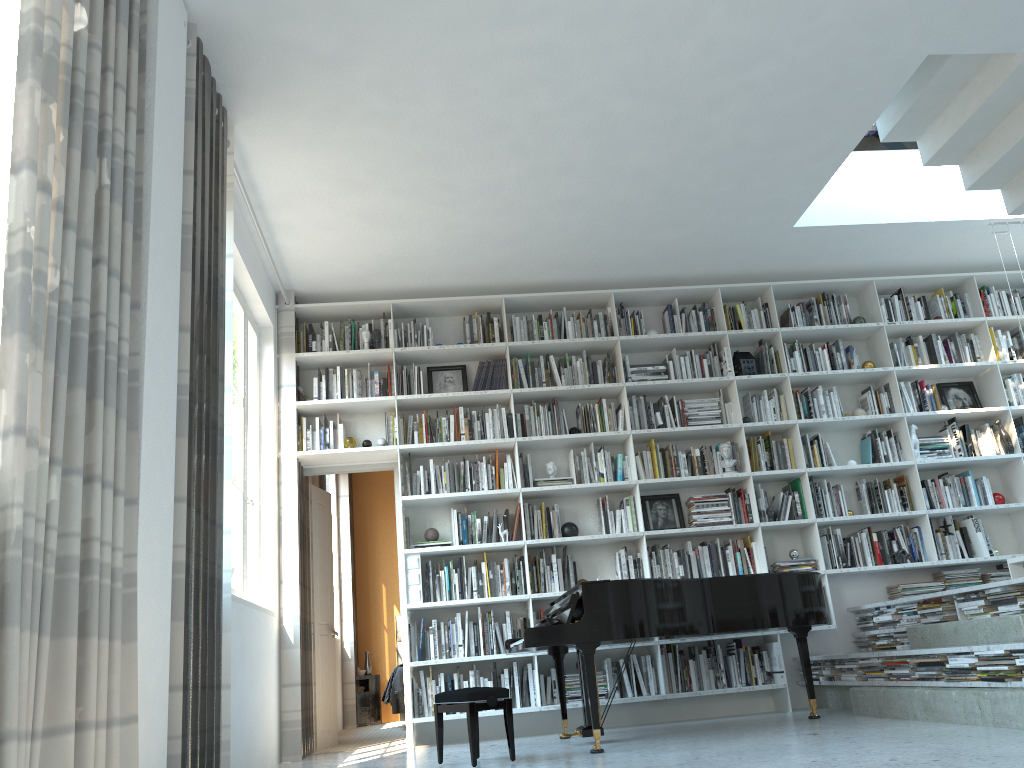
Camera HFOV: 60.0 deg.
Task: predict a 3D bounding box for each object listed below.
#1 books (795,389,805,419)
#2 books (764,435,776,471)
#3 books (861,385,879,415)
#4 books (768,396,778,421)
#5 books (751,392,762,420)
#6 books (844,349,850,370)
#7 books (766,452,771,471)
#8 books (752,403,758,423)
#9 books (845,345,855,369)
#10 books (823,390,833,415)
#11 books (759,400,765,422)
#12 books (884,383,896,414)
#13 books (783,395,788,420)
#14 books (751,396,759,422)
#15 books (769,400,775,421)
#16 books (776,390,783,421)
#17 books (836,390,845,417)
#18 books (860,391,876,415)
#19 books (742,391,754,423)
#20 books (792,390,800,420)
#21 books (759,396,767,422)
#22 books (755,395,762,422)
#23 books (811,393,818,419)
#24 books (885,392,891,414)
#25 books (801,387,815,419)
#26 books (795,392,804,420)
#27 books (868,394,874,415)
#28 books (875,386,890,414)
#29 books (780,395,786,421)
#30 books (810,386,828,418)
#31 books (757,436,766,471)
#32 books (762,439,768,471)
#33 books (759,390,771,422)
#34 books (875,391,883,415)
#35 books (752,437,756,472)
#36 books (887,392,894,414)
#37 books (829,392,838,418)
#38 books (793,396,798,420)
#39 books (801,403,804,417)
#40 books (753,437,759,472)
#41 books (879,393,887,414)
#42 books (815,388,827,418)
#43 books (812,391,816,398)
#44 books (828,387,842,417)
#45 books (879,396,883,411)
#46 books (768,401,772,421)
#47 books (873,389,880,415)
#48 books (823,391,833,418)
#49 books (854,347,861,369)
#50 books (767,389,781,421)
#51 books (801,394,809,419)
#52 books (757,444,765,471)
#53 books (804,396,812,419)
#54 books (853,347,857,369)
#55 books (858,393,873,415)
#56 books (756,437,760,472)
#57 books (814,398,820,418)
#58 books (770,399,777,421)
[{"bbox_3d":[2.213,0.197,6.840,0.014,0.283,0.136,-3,-18,-6],"label":"books"},{"bbox_3d":[1.926,0.546,6.658,0.019,0.292,0.183,-3,-18,-6],"label":"books"},{"bbox_3d":[2.774,0.164,6.868,0.015,0.266,0.164,-3,-18,-6],"label":"books"},{"bbox_3d":[1.993,0.227,6.787,0.024,0.233,0.150,-3,-18,-6],"label":"books"},{"bbox_3d":[1.874,0.215,6.787,0.019,0.274,0.146,-3,-18,-6],"label":"books"},{"bbox_3d":[2.590,-0.148,6.957,0.030,0.212,0.157,-3,-18,-6],"label":"books"},{"bbox_3d":[1.908,0.613,6.677,0.030,0.180,0.132,-3,-18,-6],"label":"books"},{"bbox_3d":[1.828,0.256,6.753,0.028,0.185,0.182,-3,-18,-6],"label":"books"},{"bbox_3d":[2.631,-0.164,6.954,0.054,0.234,0.172,-3,-18,-6],"label":"books"},{"bbox_3d":[2.425,0.192,6.849,0.024,0.261,0.134,-3,-18,-6],"label":"books"},{"bbox_3d":[1.888,0.247,6.777,0.023,0.206,0.171,-3,-18,-6],"label":"books"},{"bbox_3d":[2.905,0.149,6.877,0.005,0.277,0.183,-3,-18,-6],"label":"books"},{"bbox_3d":[2.061,0.220,6.794,0.026,0.237,0.173,-3,-18,-6],"label":"books"},{"bbox_3d":[1.843,0.234,6.783,0.024,0.242,0.160,-3,-18,-6],"label":"books"},{"bbox_3d":[1.956,0.244,6.770,0.027,0.196,0.185,-3,-18,-6],"label":"books"},{"bbox_3d":[2.024,0.204,6.797,0.025,0.276,0.173,-3,-18,-6],"label":"books"},{"bbox_3d":[2.509,0.191,6.854,0.034,0.253,0.161,-3,-18,-6],"label":"books"},{"bbox_3d":[2.762,0.185,6.873,0.012,0.231,0.154,-3,-18,-6],"label":"books"},{"bbox_3d":[1.809,0.216,6.787,0.018,0.284,0.160,-3,-18,-6],"label":"books"},{"bbox_3d":[2.165,0.198,6.823,0.014,0.277,0.154,-3,-18,-6],"label":"books"},{"bbox_3d":[1.902,0.231,6.778,0.023,0.235,0.179,-3,-18,-6],"label":"books"},{"bbox_3d":[1.860,0.228,6.781,0.028,0.249,0.165,-3,-18,-6],"label":"books"},{"bbox_3d":[2.287,0.205,6.811,0.022,0.236,0.165,-3,-18,-6],"label":"books"},{"bbox_3d":[2.875,0.186,6.865,0.013,0.203,0.174,-3,-18,-6],"label":"books"},{"bbox_3d":[2.268,0.184,6.809,0.014,0.279,0.178,-3,-18,-6],"label":"books"},{"bbox_3d":[2.182,0.207,6.804,0.014,0.247,0.177,-3,-18,-6],"label":"books"},{"bbox_3d":[2.754,0.199,6.870,0.005,0.204,0.154,-3,-18,-6],"label":"books"},{"bbox_3d":[2.859,0.163,6.872,0.016,0.256,0.176,-3,-18,-6],"label":"books"},{"bbox_3d":[2.044,0.221,6.776,0.028,0.229,0.177,-3,-18,-6],"label":"books"},{"bbox_3d":[2.374,0.177,6.844,0.027,0.294,0.160,-3,-18,-6],"label":"books"},{"bbox_3d":[1.861,0.554,6.665,0.019,0.293,0.164,-3,-18,-6],"label":"books"},{"bbox_3d":[1.879,0.568,6.686,0.035,0.277,0.139,-3,-18,-6],"label":"books"},{"bbox_3d":[1.919,0.204,6.765,0.028,0.274,0.187,-3,-18,-6],"label":"books"},{"bbox_3d":[2.818,0.184,6.879,0.016,0.227,0.160,-3,-18,-6],"label":"books"},{"bbox_3d":[1.798,0.562,6.670,0.035,0.292,0.145,-3,-18,-6],"label":"books"},{"bbox_3d":[2.899,0.186,6.871,0.012,0.205,0.170,-3,-18,-6],"label":"books"},{"bbox_3d":[2.450,0.200,6.833,0.021,0.231,0.183,-3,-18,-6],"label":"books"},{"bbox_3d":[2.144,0.218,6.819,0.030,0.241,0.138,-3,-18,-6],"label":"books"},{"bbox_3d":[2.201,0.242,6.807,0.021,0.178,0.137,-3,-18,-6],"label":"books"},{"bbox_3d":[1.812,0.556,6.657,0.035,0.292,0.145,-3,-18,-6],"label":"books"},{"bbox_3d":[2.846,0.193,6.872,0.013,0.201,0.174,-3,-18,-6],"label":"books"},{"bbox_3d":[2.349,0.186,6.812,0.030,0.262,0.182,-3,-18,-6],"label":"books"},{"bbox_3d":[2.327,0.198,6.832,0.011,0.256,0.132,-3,-18,-6],"label":"books"},{"bbox_3d":[2.472,0.176,6.831,0.024,0.271,0.170,-3,-18,-6],"label":"books"},{"bbox_3d":[2.833,0.195,6.882,0.012,0.205,0.138,-3,-18,-6],"label":"books"},{"bbox_3d":[1.937,0.245,6.766,0.024,0.194,0.173,-3,-18,-6],"label":"books"},{"bbox_3d":[2.790,0.178,6.877,0.016,0.243,0.152,-3,-18,-6],"label":"books"},{"bbox_3d":[2.403,0.195,6.825,0.025,0.244,0.184,-3,-18,-6],"label":"books"},{"bbox_3d":[2.689,-0.156,6.985,0.026,0.228,0.141,-3,-18,-6],"label":"books"},{"bbox_3d":[2.008,0.198,6.800,0.028,0.292,0.155,-3,-18,-6],"label":"books"},{"bbox_3d":[2.229,0.212,6.815,0.013,0.235,0.158,-3,-18,-6],"label":"books"},{"bbox_3d":[1.847,0.585,6.657,0.015,0.231,0.180,-3,-18,-6],"label":"books"},{"bbox_3d":[2.249,0.222,6.816,0.026,0.215,0.162,-3,-18,-6],"label":"books"},{"bbox_3d":[2.654,-0.154,6.962,0.048,0.216,0.183,-3,-18,-6],"label":"books"},{"bbox_3d":[2.743,0.193,6.875,0.015,0.219,0.140,-3,-18,-6],"label":"books"},{"bbox_3d":[1.824,0.561,6.672,0.035,0.292,0.145,-3,-18,-6],"label":"books"},{"bbox_3d":[2.312,0.227,6.815,0.025,0.193,0.171,-3,-18,-6],"label":"books"},{"bbox_3d":[1.976,0.236,6.775,0.029,0.210,0.158,-3,-18,-6],"label":"books"}]
